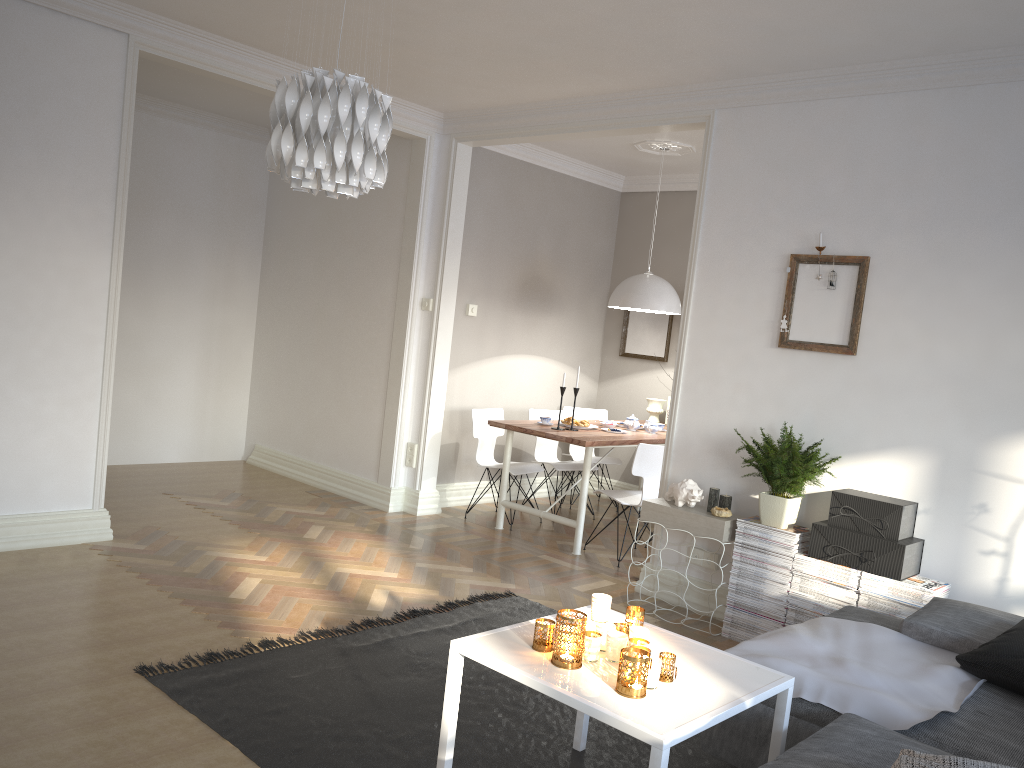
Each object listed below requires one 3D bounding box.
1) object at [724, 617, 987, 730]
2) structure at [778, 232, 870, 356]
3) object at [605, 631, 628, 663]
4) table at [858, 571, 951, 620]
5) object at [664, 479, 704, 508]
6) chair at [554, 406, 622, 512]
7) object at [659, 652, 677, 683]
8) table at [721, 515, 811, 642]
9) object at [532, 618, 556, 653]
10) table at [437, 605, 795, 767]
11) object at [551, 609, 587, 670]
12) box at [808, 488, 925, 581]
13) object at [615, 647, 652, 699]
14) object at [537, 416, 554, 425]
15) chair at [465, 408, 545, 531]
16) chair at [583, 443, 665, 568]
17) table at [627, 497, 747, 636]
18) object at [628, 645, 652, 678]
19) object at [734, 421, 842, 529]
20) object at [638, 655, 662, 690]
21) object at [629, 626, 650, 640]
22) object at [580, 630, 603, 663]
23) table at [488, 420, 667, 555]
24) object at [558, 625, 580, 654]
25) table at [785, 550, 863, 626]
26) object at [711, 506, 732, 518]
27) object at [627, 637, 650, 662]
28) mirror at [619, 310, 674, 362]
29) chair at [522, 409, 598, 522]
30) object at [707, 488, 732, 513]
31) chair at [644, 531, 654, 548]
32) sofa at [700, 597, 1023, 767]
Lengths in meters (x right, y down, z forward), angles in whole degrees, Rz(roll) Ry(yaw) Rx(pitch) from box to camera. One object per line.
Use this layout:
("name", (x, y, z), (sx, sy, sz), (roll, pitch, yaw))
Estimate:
("object", (1.124, 1.094, 2.963), (0.724, 0.437, 0.812), (10, 5, 41))
("structure", (1.510, -0.445, 4.304), (0.398, 0.575, 0.053), (10, 6, 40))
("object", (0.292, 0.739, 2.490), (0.060, 0.073, 0.060), (6, 4, -2))
("table", (1.700, 1.098, 3.910), (0.327, 0.500, 0.246), (10, 6, 42))
("object", (0.897, 0.560, 4.596), (0.137, 0.150, 0.310), (5, 4, -18))
("chair", (0.643, 0.613, 7.360), (0.432, 0.786, 0.478), (5, 5, -16))
("object", (0.419, 0.763, 2.388), (0.054, 0.068, 0.047), (7, 4, 3))
("table", (1.252, 0.971, 4.325), (0.321, 0.597, 0.246), (10, 6, 42))
("object", (0.091, 0.711, 2.512), (0.060, 0.079, 0.060), (9, 5, 33))
("table", (0.286, 1.027, 2.527), (0.714, 0.505, 0.675), (10, 5, 42))
("object", (0.154, 0.694, 2.418), (0.090, 0.140, 0.086), (7, 4, 13))
("box", (1.600, 0.668, 4.010), (0.419, 0.316, 0.298), (10, 6, 42))
("object", (0.311, 0.739, 2.272), (0.080, 0.104, 0.080), (9, 5, 33))
("object", (0.236, 0.256, 6.158), (0.116, 0.056, 0.137), (5, 4, -17))
("chair", (-0.044, 0.596, 6.403), (0.478, 0.786, 0.431), (9, 5, 32))
("chair", (0.803, 0.739, 5.685), (0.432, 0.786, 0.478), (4, 5, -27))
("table", (0.912, 0.927, 4.589), (0.552, 0.576, 0.299), (10, 6, 43))
("object", (0.342, 0.751, 2.391), (0.060, 0.073, 0.060), (5, 5, -23))
("object", (1.288, 0.442, 4.259), (0.437, 0.527, 0.368), (10, 6, 42))
("object", (0.360, 0.757, 2.327), (0.060, 0.073, 0.060), (7, 4, 4))
("object", (0.364, 0.743, 2.557), (0.060, 0.073, 0.060), (5, 5, -23))
("object", (0.218, 0.732, 2.470), (0.060, 0.073, 0.060), (9, 5, 31))
("table", (0.777, 0.701, 6.519), (0.851, 0.751, 1.987), (10, 5, 42))
("object", (0.158, 0.723, 2.493), (0.060, 0.073, 0.060), (9, 5, 31))
("table", (1.471, 1.058, 4.122), (0.327, 0.500, 0.246), (10, 6, 42))
("object", (1.048, 0.640, 4.427), (0.099, 0.046, 0.104), (6, 4, -1))
("object", (0.348, 0.747, 2.456), (0.060, 0.073, 0.060), (5, 5, -23))
("mirror", (1.148, -0.488, 7.534), (0.473, 0.558, 0.052), (10, 6, 42))
("chair", (0.375, 0.616, 6.835), (0.432, 0.786, 0.478), (3, 5, -37))
("object", (1.061, 0.590, 4.526), (0.123, 0.134, 0.061), (6, 4, -7))
("chair", (1.262, 0.769, 6.018), (0.432, 0.786, 0.478), (2, 6, -42))
("sofa", (1.045, 1.026, 2.214), (1.552, 0.773, 2.632), (10, 5, 42))
